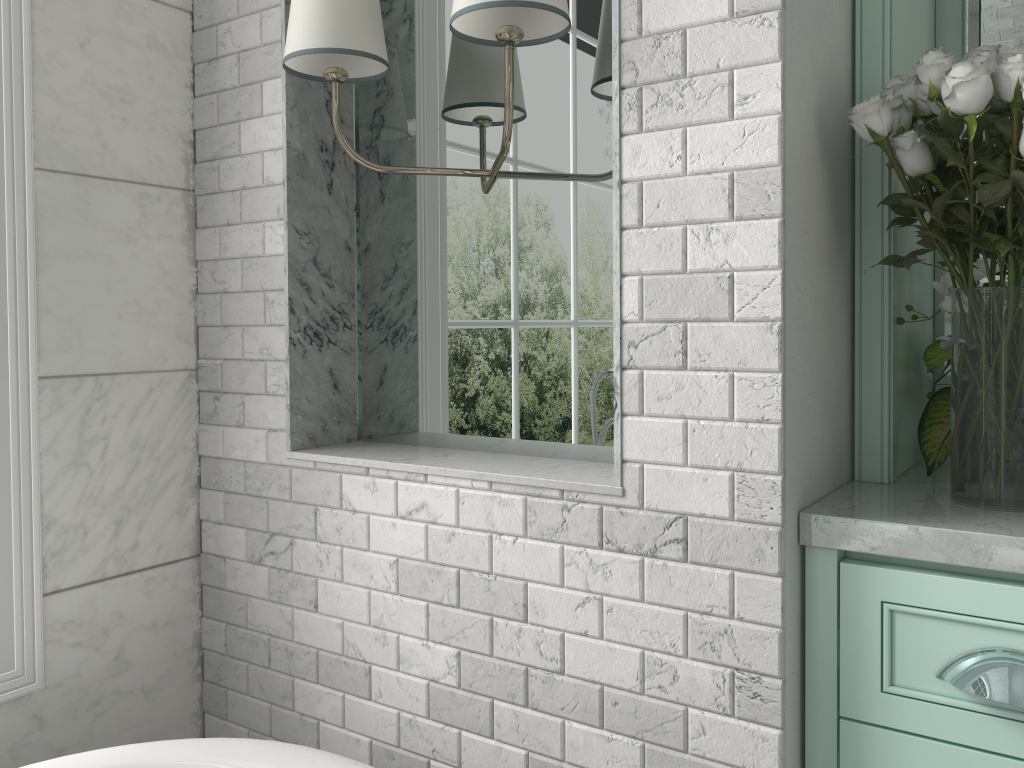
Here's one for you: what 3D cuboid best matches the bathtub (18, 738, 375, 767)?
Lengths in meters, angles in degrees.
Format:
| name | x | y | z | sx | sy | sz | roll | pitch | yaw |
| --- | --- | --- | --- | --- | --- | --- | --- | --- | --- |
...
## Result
| name | x | y | z | sx | sy | sz | roll | pitch | yaw |
| --- | --- | --- | --- | --- | --- | --- | --- | --- | --- |
| bathtub | -0.813 | 0.994 | 0.455 | 0.941 | 0.757 | 2.168 | 2 | 4 | 34 |

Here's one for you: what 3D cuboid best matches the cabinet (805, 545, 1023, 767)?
| name | x | y | z | sx | sy | sz | roll | pitch | yaw |
| --- | --- | --- | --- | --- | --- | --- | --- | --- | --- |
| cabinet | 1.776 | 0.784 | 0.754 | 2.798 | 1.097 | 0.864 | 2 | 3 | 34 |

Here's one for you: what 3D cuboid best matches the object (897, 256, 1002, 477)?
| name | x | y | z | sx | sy | sz | roll | pitch | yaw |
| --- | --- | --- | --- | --- | --- | --- | --- | --- | --- |
| object | 0.895 | -0.038 | 1.441 | 0.452 | 0.402 | 0.394 | 2 | 3 | 36 |

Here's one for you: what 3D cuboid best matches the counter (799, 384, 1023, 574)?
| name | x | y | z | sx | sy | sz | roll | pitch | yaw |
| --- | --- | --- | --- | --- | --- | --- | --- | --- | --- |
| counter | 1.782 | 0.149 | 0.757 | 2.808 | 0.181 | 0.825 | 2 | 4 | 34 |

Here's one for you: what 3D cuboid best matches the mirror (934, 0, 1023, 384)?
| name | x | y | z | sx | sy | sz | roll | pitch | yaw |
| --- | --- | --- | --- | --- | --- | --- | --- | --- | --- |
| mirror | 1.429 | -0.944 | 1.339 | 1.436 | 1.931 | 0.015 | 1 | 2 | 34 |

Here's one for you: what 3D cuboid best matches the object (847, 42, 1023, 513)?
| name | x | y | z | sx | sy | sz | roll | pitch | yaw |
| --- | --- | --- | --- | --- | --- | --- | --- | --- | --- |
| object | 0.693 | -0.149 | 1.261 | 0.392 | 0.653 | 0.356 | -2 | 3 | -44 |

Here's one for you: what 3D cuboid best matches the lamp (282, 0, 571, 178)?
| name | x | y | z | sx | sy | sz | roll | pitch | yaw |
| --- | --- | --- | --- | --- | --- | --- | --- | --- | --- |
| lamp | -0.118 | -0.559 | 1.485 | 0.548 | 0.383 | 0.309 | 2 | 3 | 34 |

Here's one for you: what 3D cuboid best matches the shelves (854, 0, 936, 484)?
| name | x | y | z | sx | sy | sz | roll | pitch | yaw |
| --- | --- | --- | --- | --- | --- | --- | --- | --- | --- |
| shelves | 1.842 | -0.871 | 0.821 | 2.809 | 2.121 | 0.465 | 2 | 2 | 34 |

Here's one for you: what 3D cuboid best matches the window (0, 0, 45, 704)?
| name | x | y | z | sx | sy | sz | roll | pitch | yaw |
| --- | --- | --- | --- | --- | --- | --- | --- | --- | --- |
| window | -1.398 | -0.570 | 0.815 | 0.118 | 2.321 | 1.833 | 1 | 2 | 34 |
